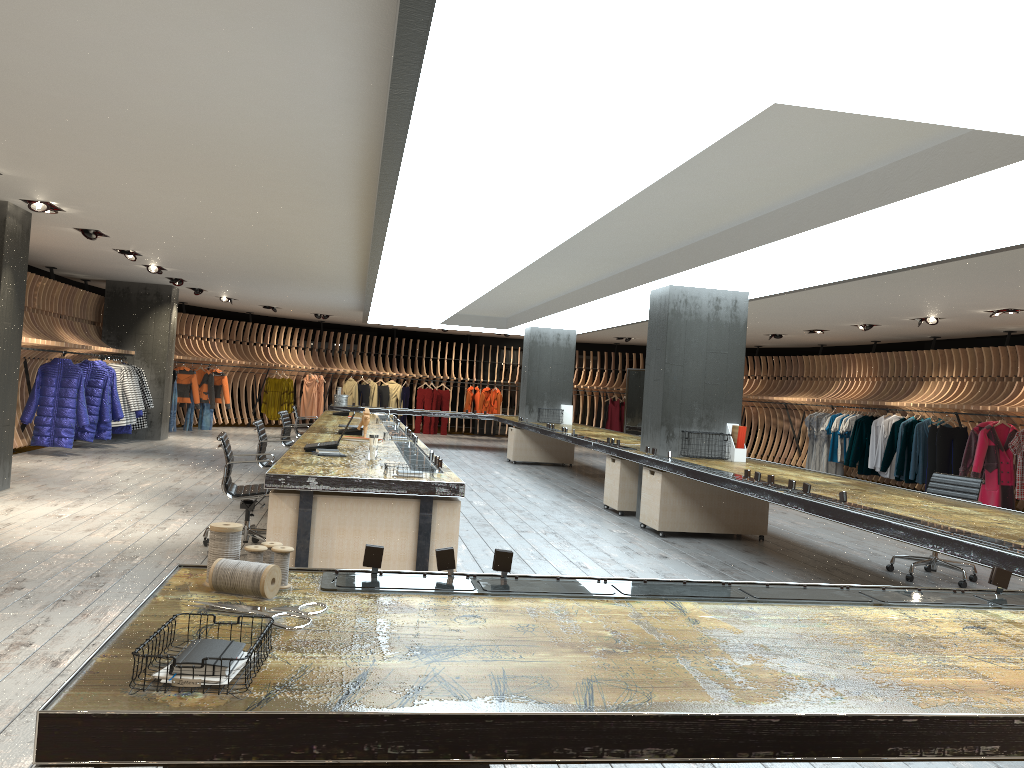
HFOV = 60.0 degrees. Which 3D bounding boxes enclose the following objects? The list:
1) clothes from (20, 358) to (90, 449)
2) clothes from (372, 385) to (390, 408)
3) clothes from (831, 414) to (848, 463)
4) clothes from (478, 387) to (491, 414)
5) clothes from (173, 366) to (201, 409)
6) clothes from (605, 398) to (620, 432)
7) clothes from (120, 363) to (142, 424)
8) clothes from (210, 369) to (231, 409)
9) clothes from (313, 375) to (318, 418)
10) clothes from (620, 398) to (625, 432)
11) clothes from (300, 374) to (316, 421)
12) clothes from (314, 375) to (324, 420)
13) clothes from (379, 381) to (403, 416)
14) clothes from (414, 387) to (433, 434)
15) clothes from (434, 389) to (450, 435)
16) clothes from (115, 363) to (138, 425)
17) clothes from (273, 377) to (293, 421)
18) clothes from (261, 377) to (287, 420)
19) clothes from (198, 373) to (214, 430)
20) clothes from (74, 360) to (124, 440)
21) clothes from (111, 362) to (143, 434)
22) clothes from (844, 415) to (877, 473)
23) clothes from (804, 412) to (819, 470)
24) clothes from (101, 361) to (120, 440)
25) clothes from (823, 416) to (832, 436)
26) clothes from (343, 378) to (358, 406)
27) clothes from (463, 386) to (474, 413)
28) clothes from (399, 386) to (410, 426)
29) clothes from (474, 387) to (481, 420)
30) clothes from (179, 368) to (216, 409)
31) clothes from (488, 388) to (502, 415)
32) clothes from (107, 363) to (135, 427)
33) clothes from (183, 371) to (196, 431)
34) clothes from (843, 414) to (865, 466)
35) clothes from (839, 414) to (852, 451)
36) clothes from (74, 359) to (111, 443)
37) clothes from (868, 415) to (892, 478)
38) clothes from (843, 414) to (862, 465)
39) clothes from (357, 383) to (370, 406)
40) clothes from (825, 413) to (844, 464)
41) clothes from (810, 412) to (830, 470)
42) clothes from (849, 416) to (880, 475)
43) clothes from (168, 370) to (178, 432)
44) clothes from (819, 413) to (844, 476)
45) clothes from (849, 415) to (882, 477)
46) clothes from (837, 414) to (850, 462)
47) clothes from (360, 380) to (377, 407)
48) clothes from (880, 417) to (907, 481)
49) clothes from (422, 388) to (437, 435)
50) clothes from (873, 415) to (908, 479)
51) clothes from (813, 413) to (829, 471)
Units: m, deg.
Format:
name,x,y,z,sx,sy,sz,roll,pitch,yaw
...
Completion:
name,x,y,z,sx,sy,sz,roll,pitch,yaw
clothes,-6.252,0.259,12.145,0.885,1.239,0.245,4,-1,-13
clothes,-3.464,0.678,23.084,0.539,1.353,0.087,4,-1,15
clothes,6.353,1.026,16.661,0.743,0.931,0.158,4,-1,-6
clothes,-0.720,0.525,23.804,0.201,0.881,0.839,3,-1,20
clothes,-6.920,0.070,18.573,0.839,0.881,0.200,4,-1,5
clothes,2.647,0.926,23.053,0.443,1.129,0.126,4,-1,-13
clothes,-6.564,0.186,14.843,0.752,1.062,0.128,4,-1,-12
clothes,-6.588,0.099,19.662,0.839,0.881,0.200,4,-1,20
clothes,-4.958,0.340,22.042,0.125,1.156,0.447,5,-2,-40
clothes,2.855,0.939,22.917,0.126,1.129,0.444,4,-1,-18
clothes,-5.041,0.334,21.960,0.447,1.156,0.125,3,-1,25
clothes,-4.833,0.349,22.149,0.447,1.156,0.125,3,-2,45
clothes,-3.176,0.369,23.222,0.705,0.890,0.250,4,-1,11
clothes,-2.351,0.761,23.539,0.552,1.338,0.093,3,-2,35
clothes,-1.910,0.792,23.648,0.552,1.338,0.093,3,-2,30
clothes,-6.518,0.187,14.584,0.752,1.062,0.128,4,-1,-12
clothes,-5.563,0.359,21.374,0.665,1.045,0.168,3,-1,21
clothes,-5.670,0.350,21.226,0.665,1.045,0.168,3,-1,21
clothes,-6.688,0.444,19.399,0.308,1.422,0.200,5,-2,-38
clothes,-6.441,0.254,13.669,0.883,1.246,0.249,4,-1,-13
clothes,-6.762,0.244,15.197,0.885,1.239,0.245,4,-1,-13
clothes,6.456,1.102,16.055,0.913,1.082,0.238,4,-1,-10
clothes,6.153,1.284,17.648,0.677,1.435,0.203,4,-1,5
clothes,-6.550,0.250,13.831,0.885,1.239,0.245,4,-1,-13
clothes,6.311,1.025,16.898,0.744,0.931,0.158,4,-1,14
clothes,-4.156,0.301,22.673,0.705,0.890,0.250,3,-2,41
clothes,-1.156,0.495,23.763,0.201,0.881,0.839,4,-1,5
clothes,-2.852,0.718,23.372,0.087,1.353,0.539,4,-1,15
clothes,-0.934,0.511,23.837,0.201,0.881,0.839,4,-1,-5
clothes,-6.730,0.088,19.104,0.839,0.881,0.200,4,-1,10
clothes,-0.475,0.541,23.795,0.200,0.881,0.839,5,-1,-30
clothes,-6.477,0.188,14.352,0.752,1.062,0.128,4,-1,-12
clothes,-6.846,0.430,18.825,0.200,1.422,0.309,4,-1,-18
clothes,6.386,1.040,16.393,0.742,0.950,0.168,4,-1,-26
clothes,6.416,1.026,16.477,0.742,0.939,0.162,4,-1,-16
clothes,-6.572,0.253,13.502,0.879,1.261,0.242,4,-1,-13
clothes,6.593,1.086,15.443,0.733,1.107,0.165,4,-1,-5
clothes,6.405,1.025,16.207,0.734,0.938,0.164,4,-1,-6
clothes,-3.914,0.646,22.833,0.539,1.353,0.087,3,-1,25
clothes,6.271,1.036,16.792,0.738,0.971,0.167,4,-1,-1
clothes,6.178,1.285,17.509,0.677,1.435,0.204,4,-1,-20
clothes,6.485,1.103,15.935,0.913,1.082,0.238,4,-1,-10
clothes,-6.969,0.418,18.245,0.200,1.422,0.309,5,-2,-33
clothes,6.224,1.287,17.237,0.677,1.435,0.204,4,-1,-25
clothes,6.493,1.103,15.848,0.913,1.082,0.238,4,-1,-5
clothes,6.392,1.043,16.616,0.742,0.961,0.167,4,-1,-16
clothes,-3.715,0.333,22.963,0.705,0.890,0.250,3,-1,31
clothes,6.657,1.105,14.922,0.913,1.082,0.238,4,-1,-5
clothes,-2.191,0.772,23.583,0.093,1.338,0.552,5,-2,-40
clothes,6.570,1.083,15.246,0.733,1.107,0.165,4,-1,-10
clothes,6.202,1.286,17.371,0.677,1.435,0.203,4,-1,5
